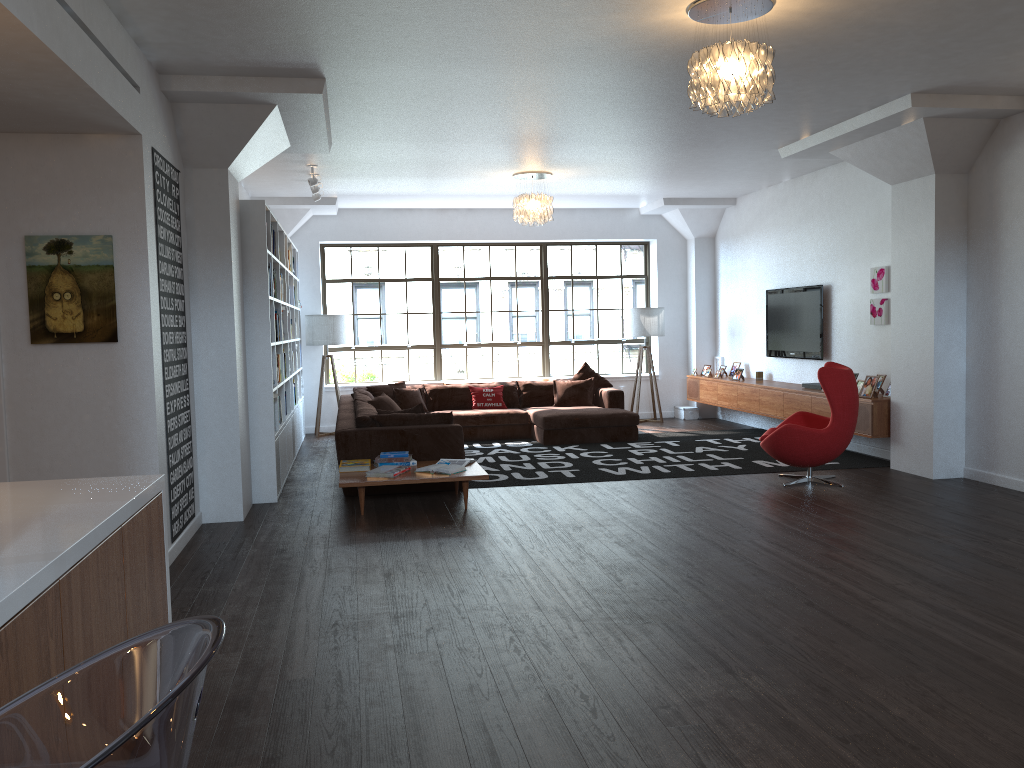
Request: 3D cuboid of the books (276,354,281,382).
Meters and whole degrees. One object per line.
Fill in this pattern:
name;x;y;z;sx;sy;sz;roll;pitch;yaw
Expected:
books;-2.217;-0.142;8.115;0.183;0.253;0.034;-2;4;-10

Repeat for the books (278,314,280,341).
books;-2.224;-0.516;8.131;0.182;0.253;0.034;-2;4;-10

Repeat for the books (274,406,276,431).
books;-2.096;0.276;7.491;0.180;0.251;0.048;-2;4;-10

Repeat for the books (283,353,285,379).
books;-2.297;-0.170;8.584;0.183;0.253;0.034;-2;4;-11

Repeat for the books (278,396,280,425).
books;-2.190;0.242;7.993;0.180;0.259;0.042;-2;4;-10

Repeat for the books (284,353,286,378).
books;-2.324;-0.180;8.743;0.183;0.253;0.034;-2;4;-11

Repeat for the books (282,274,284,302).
books;-2.396;-0.957;8.905;0.197;0.283;0.065;-2;4;-10

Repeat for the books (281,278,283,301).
books;-2.361;-0.927;8.773;0.174;0.239;0.045;-2;4;-10

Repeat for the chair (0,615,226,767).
chair;-0.566;0.812;1.040;0.481;1.014;0.530;-2;4;-8

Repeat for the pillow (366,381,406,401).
pillow;-1.480;0.183;10.950;0.580;0.418;0.334;-4;5;-37

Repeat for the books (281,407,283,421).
books;-2.218;0.255;8.226;0.161;0.207;0.135;-2;4;-11

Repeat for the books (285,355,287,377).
books;-2.372;-0.180;8.994;0.161;0.223;0.026;-2;4;-11

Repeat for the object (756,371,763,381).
object;3.068;-0.099;10.992;0.089;0.110;0.089;1;5;35

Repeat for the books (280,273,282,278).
books;-2.381;-0.956;8.846;0.176;0.290;0.053;-2;4;-10

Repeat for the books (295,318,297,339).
books;-2.720;-0.677;10.787;0.183;0.253;0.042;-2;4;-10

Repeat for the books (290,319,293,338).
books;-2.601;-0.631;10.208;0.140;0.231;0.042;-2;4;-10

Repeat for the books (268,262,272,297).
books;-2.103;-0.869;7.416;0.176;0.290;0.053;-2;4;-10

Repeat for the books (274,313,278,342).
books;-2.198;-0.505;7.959;0.182;0.253;0.034;-2;4;-10

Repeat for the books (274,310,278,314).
books;-2.246;-0.537;8.189;0.176;0.294;0.102;-2;4;-10

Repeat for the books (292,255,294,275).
books;-2.738;-1.425;10.716;0.183;0.253;0.042;-2;4;-10

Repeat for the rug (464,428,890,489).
rug;1.316;0.729;9.384;4.200;0.007;3.100;-2;4;-9

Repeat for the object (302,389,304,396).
object;-2.822;0.129;11.275;0.331;0.088;0.410;-2;4;-10

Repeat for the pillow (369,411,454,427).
pillow;-0.864;0.417;7.703;0.750;0.364;0.289;-2;4;-11

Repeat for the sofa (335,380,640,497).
sofa;-0.116;0.417;9.623;3.481;0.664;4.197;-2;4;-10

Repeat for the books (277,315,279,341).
books;-2.214;-0.504;8.058;0.174;0.239;0.045;-2;4;-10

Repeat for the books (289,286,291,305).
books;-2.625;-1.005;10.177;0.158;0.226;0.052;-2;4;-10

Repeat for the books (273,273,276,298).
books;-2.230;-0.881;8.028;0.174;0.240;0.054;-2;4;-10

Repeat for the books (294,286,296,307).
books;-2.704;-1.049;10.678;0.183;0.253;0.034;-2;4;-11

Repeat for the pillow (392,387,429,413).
pillow;-1.274;0.201;10.890;0.489;0.337;0.238;-5;5;-41

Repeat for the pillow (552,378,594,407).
pillow;0.780;0.106;11.281;0.542;0.362;0.248;-1;4;11

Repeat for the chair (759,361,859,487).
chair;2.509;0.321;7.518;0.801;1.006;0.798;0;4;15

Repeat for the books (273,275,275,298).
books;-2.212;-0.868;7.955;0.161;0.223;0.032;-2;4;-10

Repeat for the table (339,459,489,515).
table;-0.786;0.806;6.942;1.100;0.271;0.853;-2;4;-10

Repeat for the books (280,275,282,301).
books;-2.315;-0.918;8.529;0.182;0.253;0.034;-2;4;-10

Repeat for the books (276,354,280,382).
books;-2.215;-0.139;8.081;0.183;0.253;0.034;-2;4;-10

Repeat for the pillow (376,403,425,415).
pillow;-0.950;0.360;7.955;0.559;0.411;0.269;1;5;36

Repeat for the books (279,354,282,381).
books;-2.241;-0.150;8.249;0.183;0.253;0.034;-2;4;-10

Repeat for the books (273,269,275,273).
books;-2.269;-0.909;8.135;0.198;0.284;0.049;-2;4;-10

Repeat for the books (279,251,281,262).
books;-2.399;-1.267;8.967;0.110;0.153;0.019;-2;4;-10

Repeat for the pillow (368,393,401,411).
pillow;-1.310;0.301;9.340;0.325;0.391;0.625;-1;4;6

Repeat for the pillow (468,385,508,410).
pillow;-0.306;0.172;11.209;0.465;0.308;0.220;-2;4;-14

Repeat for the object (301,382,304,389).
object;-2.824;0.041;11.269;0.331;0.088;0.410;-2;4;-10

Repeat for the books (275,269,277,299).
books;-2.262;-0.916;8.189;0.176;0.291;0.053;-2;4;-10

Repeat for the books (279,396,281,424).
books;-2.199;0.240;8.079;0.183;0.253;0.042;-2;4;-10

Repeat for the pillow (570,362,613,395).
pillow;0.951;0.007;11.474;0.651;0.587;0.335;-4;4;-31

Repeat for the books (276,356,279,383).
books;-2.198;-0.131;8.001;0.171;0.246;0.057;-2;4;-10
